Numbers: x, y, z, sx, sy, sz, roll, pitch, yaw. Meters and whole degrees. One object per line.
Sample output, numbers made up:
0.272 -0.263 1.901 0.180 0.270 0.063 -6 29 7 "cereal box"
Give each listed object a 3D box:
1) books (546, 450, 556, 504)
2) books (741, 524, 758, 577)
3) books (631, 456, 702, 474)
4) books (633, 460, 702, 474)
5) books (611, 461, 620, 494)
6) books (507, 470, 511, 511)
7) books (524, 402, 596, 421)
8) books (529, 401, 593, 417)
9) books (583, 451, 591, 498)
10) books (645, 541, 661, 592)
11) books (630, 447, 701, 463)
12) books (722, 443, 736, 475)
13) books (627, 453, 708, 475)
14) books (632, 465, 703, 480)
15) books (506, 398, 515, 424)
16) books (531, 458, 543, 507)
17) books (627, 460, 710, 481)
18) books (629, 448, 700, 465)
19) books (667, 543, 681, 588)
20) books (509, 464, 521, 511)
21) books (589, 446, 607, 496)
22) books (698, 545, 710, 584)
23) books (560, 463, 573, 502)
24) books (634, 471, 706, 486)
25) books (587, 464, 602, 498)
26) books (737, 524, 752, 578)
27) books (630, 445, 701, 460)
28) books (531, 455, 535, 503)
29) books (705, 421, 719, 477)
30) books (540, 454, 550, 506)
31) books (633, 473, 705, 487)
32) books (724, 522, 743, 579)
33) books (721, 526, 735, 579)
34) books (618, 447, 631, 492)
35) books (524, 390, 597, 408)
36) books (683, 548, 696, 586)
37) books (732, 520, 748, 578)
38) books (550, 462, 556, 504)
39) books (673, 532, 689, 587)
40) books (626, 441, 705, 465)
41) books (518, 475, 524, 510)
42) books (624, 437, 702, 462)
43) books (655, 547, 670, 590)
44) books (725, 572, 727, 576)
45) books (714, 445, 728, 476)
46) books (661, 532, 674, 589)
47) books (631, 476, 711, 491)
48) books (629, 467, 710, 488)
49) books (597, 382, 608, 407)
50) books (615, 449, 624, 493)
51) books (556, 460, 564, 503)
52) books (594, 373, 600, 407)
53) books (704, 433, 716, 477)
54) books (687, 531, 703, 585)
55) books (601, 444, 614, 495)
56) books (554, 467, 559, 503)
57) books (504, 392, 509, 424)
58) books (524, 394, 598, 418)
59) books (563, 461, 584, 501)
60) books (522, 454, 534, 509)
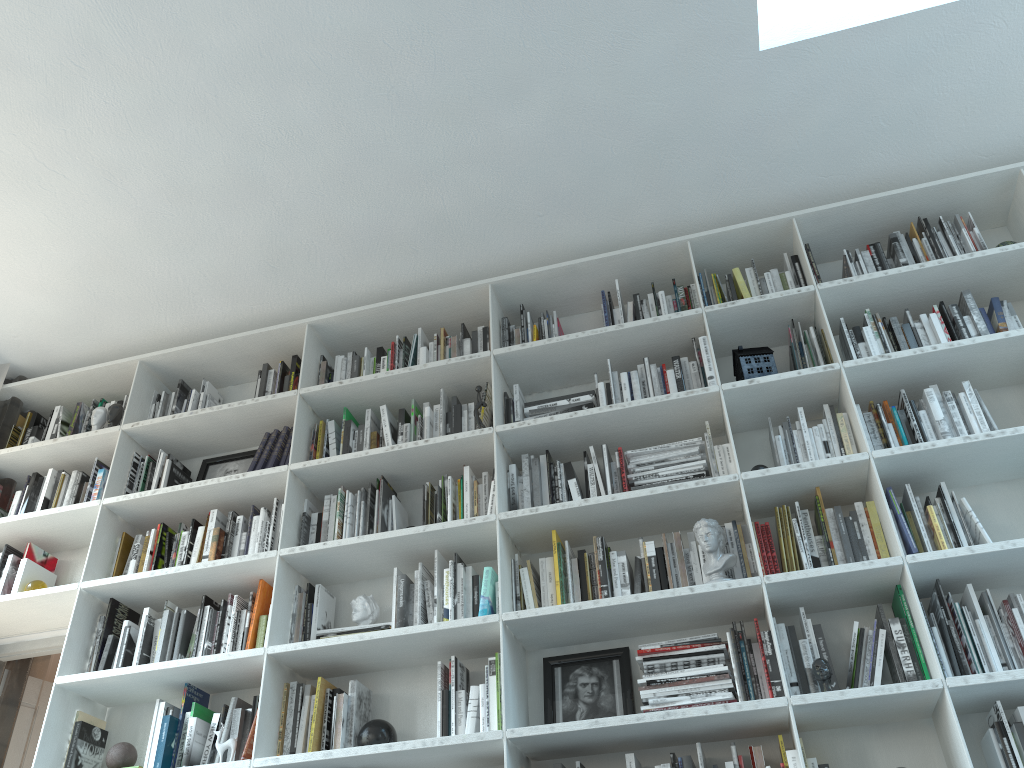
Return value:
0.161 0.420 3.332 0.011 0.298 0.180 -11 -37 11 "books"
0.812 0.617 2.995 0.023 0.263 0.107 -11 -37 11 "books"
0.578 0.331 3.262 0.254 0.012 0.161 -12 -37 13 "books"
0.578 0.339 3.253 0.254 0.012 0.161 -9 -37 9 "books"
0.397 0.411 3.264 0.024 0.215 0.133 -11 -37 11 "books"
0.012 0.474 3.356 0.012 0.252 0.161 -11 -37 11 "books"
0.207 0.156 3.502 0.285 0.024 0.160 -14 -38 15 "books"
0.206 0.138 3.519 0.254 0.025 0.162 -9 -37 8 "books"
0.292 0.405 3.307 0.022 0.284 0.131 -11 -37 11 "books"
0.496 0.677 3.021 0.029 0.222 0.186 -11 -37 11 "books"
0.576 0.300 3.284 0.254 0.012 0.161 -12 -37 13 "books"
0.793 0.342 3.187 0.030 0.204 0.159 -11 -37 11 "books"
0.578 0.323 3.271 0.285 0.012 0.160 -10 -37 10 "books"
0.580 0.361 3.242 0.254 0.012 0.161 -12 -37 12 "books"
0.013 0.185 3.536 0.027 0.200 0.168 -11 -37 11 "books"
0.114 0.437 3.323 0.025 0.264 0.186 -11 -37 11 "books"
0.578 0.349 3.246 0.285 0.012 0.160 -13 -37 13 "books"
0.575 0.308 3.271 0.254 0.012 0.161 -14 -38 15 "books"
0.569 0.678 3.032 0.025 0.229 0.143 -11 -37 11 "books"
0.028 0.459 3.348 0.026 0.265 0.171 -11 -37 11 "books"
0.339 0.391 3.296 0.049 0.289 0.163 -11 -37 11 "books"
0.662 0.664 2.996 0.035 0.200 0.150 -11 -37 11 "books"
0.210 0.435 3.305 0.011 0.238 0.148 -11 -37 11 "books"
0.581 0.379 3.227 0.254 0.012 0.161 -10 -37 9 "books"
0.314 0.424 3.278 0.024 0.215 0.148 -11 -37 11 "books"
0.793 0.618 2.991 0.014 0.259 0.138 -11 -37 11 "books"
0.577 0.293 3.295 0.254 0.012 0.161 -11 -37 11 "books"
0.102 0.436 3.361 0.014 0.311 0.134 -11 -37 11 "books"
0.741 0.304 3.228 0.012 0.317 0.140 -11 -37 11 "books"
0.144 0.430 3.340 0.029 0.293 0.152 -11 -37 11 "books"
0.581 0.389 3.219 0.254 0.012 0.161 -12 -37 13 "books"
0.761 0.620 3.007 0.025 0.277 0.108 -11 -37 11 "books"
0.735 0.626 2.997 0.025 0.258 0.131 -11 -37 11 "books"
0.423 0.380 3.251 0.013 0.245 0.177 -11 -37 11 "books"
0.207 0.104 3.554 0.285 0.024 0.160 -11 -37 11 "books"
0.615 0.677 3.014 0.022 0.205 0.115 -11 -37 11 "books"
0.776 0.612 2.986 0.014 0.264 0.154 -11 -37 11 "books"
0.173 0.439 3.317 0.011 0.250 0.153 -11 -37 11 "books"
0.587 0.651 3.021 0.025 0.257 0.151 -11 -37 11 "books"
0.573 0.277 3.293 0.285 0.012 0.160 -8 -37 7 "books"
0.058 0.478 3.344 0.027 0.227 0.148 -11 -37 11 "books"
0.575 0.271 3.306 0.285 0.012 0.160 -12 -37 13 "books"
0.525 0.682 3.010 0.029 0.199 0.179 -11 -37 11 "books"
0.718 0.648 3.011 0.021 0.240 0.104 -11 -37 11 "books"
0.763 0.347 3.187 0.030 0.197 0.173 -11 -37 11 "books"
0.541 0.654 3.011 0.012 0.243 0.187 -11 -37 11 "books"
0.581 0.398 3.211 0.285 0.012 0.160 -9 -37 9 "books"
0.581 0.371 3.236 0.285 0.012 0.160 -12 -37 12 "books"
0.372 0.123 3.463 0.025 0.186 0.194 -11 -37 11 "books"
0.413 0.391 3.262 0.015 0.243 0.184 -11 -37 11 "books"
0.198 0.432 3.309 0.014 0.248 0.173 -11 -37 11 "books"
0.354 0.102 3.489 0.012 0.252 0.161 -11 -37 11 "books"
0.727 0.323 3.199 0.012 0.252 0.161 -11 -37 11 "books"
0.634 0.648 3.020 0.024 0.257 0.127 -11 -37 11 "books"
0.370 0.385 3.272 0.021 0.267 0.192 -11 -37 11 "books"
0.186 0.444 3.310 0.014 0.232 0.148 -11 -37 11 "books"
-0.002 0.179 3.571 0.012 0.252 0.161 -11 -37 11 "books"
0.206 0.121 3.536 0.285 0.024 0.160 -12 -37 13 "books"
0.247 0.425 3.292 0.066 0.235 0.154 -11 -37 11 "books"
0.078 0.436 3.345 0.026 0.295 0.180 -11 -37 11 "books"
